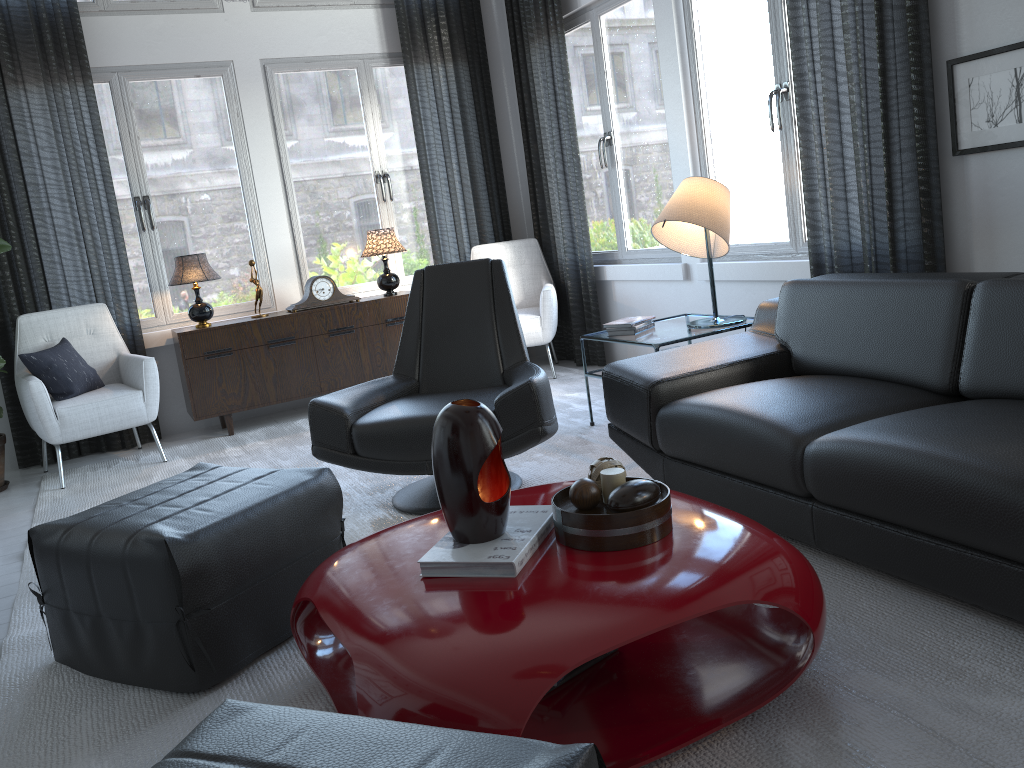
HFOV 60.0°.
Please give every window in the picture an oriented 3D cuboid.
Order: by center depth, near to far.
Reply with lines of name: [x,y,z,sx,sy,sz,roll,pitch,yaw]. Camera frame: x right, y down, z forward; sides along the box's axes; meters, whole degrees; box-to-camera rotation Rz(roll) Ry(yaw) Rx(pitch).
window: [1.114,-1.682,3.760,0.134,2.310,1.272,-12,10,-24]
window: [-2.148,-1.446,4.949,1.272,2.310,0.134,-12,9,-24]
window: [0.502,-1.833,5.036,0.134,2.310,1.272,-12,10,-24]
window: [-0.883,-1.732,5.534,1.272,2.310,0.134,-12,9,-24]

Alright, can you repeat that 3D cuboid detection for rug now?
rug: [0.589,0.575,1.653,2.964,0.032,7.793,-13,11,-24]

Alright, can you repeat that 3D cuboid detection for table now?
table: [0.065,0.461,1.856,0.945,0.298,0.942,-13,11,-24]
table: [0.710,-0.041,3.788,0.595,0.408,0.595,-12,11,-24]

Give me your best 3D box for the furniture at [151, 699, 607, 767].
furniture: [-0.231,0.648,0.896,0.598,0.376,0.618,-4,11,24]

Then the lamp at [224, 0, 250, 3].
lamp: [-1.225,-2.252,3.652,0.514,1.299,0.516,-13,10,-30]

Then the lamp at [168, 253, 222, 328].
lamp: [-1.719,-0.507,4.832,0.280,0.395,0.282,-8,9,1]

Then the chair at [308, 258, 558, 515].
chair: [-0.231,-0.024,3.272,0.839,0.806,0.810,-6,10,13]

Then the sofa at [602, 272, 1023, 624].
sofa: [1.117,0.057,2.357,0.939,0.613,1.910,-12,11,-24]

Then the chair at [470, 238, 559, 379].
chair: [-0.013,-0.459,5.464,0.593,0.819,0.617,-7,9,5]

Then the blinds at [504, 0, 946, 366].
blinds: [0.693,-1.611,4.365,0.189,3.259,3.221,-12,10,-24]

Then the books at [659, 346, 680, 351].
books: [0.729,-0.120,3.861,0.178,0.053,0.231,-12,11,-20]

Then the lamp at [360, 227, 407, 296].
lamp: [-0.755,-0.725,5.278,0.280,0.395,0.282,-8,9,1]

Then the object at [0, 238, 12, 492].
object: [-2.631,-0.235,4.143,0.935,1.580,0.643,-5,9,21]

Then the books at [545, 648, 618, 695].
books: [0.079,0.572,1.891,0.204,0.054,0.274,1,14,40]

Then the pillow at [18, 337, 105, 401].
pillow: [-2.244,-0.074,4.433,0.252,0.294,0.359,-8,10,2]

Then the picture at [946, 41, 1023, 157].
picture: [1.615,-0.932,2.883,0.020,0.324,0.429,-12,10,-24]

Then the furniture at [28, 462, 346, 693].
furniture: [-0.828,0.466,2.329,0.613,0.376,0.603,-3,11,29]

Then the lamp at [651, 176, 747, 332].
lamp: [1.130,-0.341,3.389,1.167,1.009,0.477,0,12,39]

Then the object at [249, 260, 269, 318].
object: [-1.447,-0.537,4.991,0.097,0.323,0.096,-12,9,-25]

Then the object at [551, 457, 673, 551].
object: [0.201,0.236,1.806,0.242,0.132,0.244,-6,10,13]

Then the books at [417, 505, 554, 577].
books: [-0.036,0.316,1.812,0.201,0.030,0.308,-4,11,20]

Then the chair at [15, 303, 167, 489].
chair: [-2.152,0.022,4.489,0.596,0.819,0.613,-14,11,-34]

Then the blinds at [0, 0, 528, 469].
blinds: [-1.443,-1.456,5.140,3.222,3.259,0.189,-12,9,-25]

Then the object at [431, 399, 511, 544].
object: [-0.083,0.170,1.779,0.151,0.278,0.154,-6,9,15]

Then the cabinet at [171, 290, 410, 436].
cabinet: [-1.181,-0.131,5.172,1.403,0.609,0.387,-13,10,-24]

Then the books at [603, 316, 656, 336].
books: [0.509,-0.251,3.836,0.160,0.049,0.216,0,13,37]

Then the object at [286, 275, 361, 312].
object: [-1.106,-0.540,5.138,0.407,0.179,0.181,-13,10,-24]
